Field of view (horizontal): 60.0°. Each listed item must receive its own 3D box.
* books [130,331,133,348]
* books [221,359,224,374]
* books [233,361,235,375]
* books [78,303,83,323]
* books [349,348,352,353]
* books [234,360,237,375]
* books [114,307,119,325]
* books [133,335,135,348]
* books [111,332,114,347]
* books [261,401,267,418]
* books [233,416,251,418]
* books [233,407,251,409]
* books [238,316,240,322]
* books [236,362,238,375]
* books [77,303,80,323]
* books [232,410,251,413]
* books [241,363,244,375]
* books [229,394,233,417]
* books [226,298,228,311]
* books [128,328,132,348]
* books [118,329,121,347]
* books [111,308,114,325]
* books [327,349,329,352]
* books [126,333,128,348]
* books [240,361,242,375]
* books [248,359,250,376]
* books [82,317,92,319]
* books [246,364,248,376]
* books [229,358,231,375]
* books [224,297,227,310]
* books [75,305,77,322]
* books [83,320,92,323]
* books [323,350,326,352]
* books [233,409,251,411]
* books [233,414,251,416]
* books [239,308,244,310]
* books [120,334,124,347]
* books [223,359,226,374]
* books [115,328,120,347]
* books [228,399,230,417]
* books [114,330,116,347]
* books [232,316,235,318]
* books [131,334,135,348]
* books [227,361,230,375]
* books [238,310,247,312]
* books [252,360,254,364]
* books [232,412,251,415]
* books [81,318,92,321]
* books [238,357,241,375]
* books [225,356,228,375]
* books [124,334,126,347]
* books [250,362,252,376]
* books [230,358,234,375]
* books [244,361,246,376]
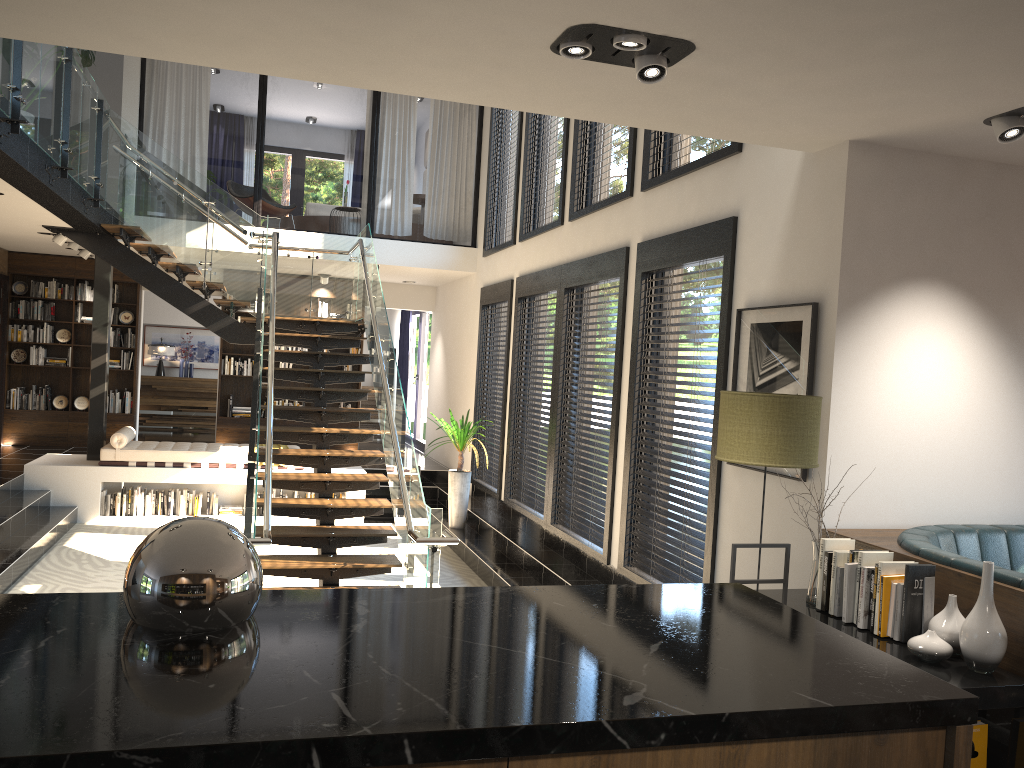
[{"bbox_3d":[-5.498,-0.644,12.819,0.018,0.246,0.144,3,2,-16],"label":"books"},{"bbox_3d":[-4.317,-0.257,13.225,0.025,0.227,0.156,3,2,-16],"label":"books"},{"bbox_3d":[-4.159,-0.238,13.254,0.022,0.207,0.130,3,2,-16],"label":"books"},{"bbox_3d":[-6.155,-1.015,12.655,0.016,0.278,0.209,3,2,-16],"label":"books"},{"bbox_3d":[-2.499,-0.476,13.731,0.026,0.219,0.156,3,2,-16],"label":"books"},{"bbox_3d":[-4.134,-0.247,13.261,0.028,0.227,0.136,3,2,-16],"label":"books"},{"bbox_3d":[-5.701,-0.977,12.771,0.035,0.251,0.196,3,2,-16],"label":"books"},{"bbox_3d":[-5.450,-0.616,12.810,0.026,0.196,0.169,3,2,-16],"label":"books"},{"bbox_3d":[-5.730,-0.643,12.734,0.027,0.219,0.139,3,2,-16],"label":"books"},{"bbox_3d":[-3.759,0.391,13.416,0.075,0.255,0.181,3,2,-16],"label":"books"},{"bbox_3d":[-4.066,0.489,13.348,0.247,0.026,0.148,3,1,-17],"label":"books"},{"bbox_3d":[-4.054,0.360,13.329,0.257,0.024,0.167,3,1,-16],"label":"books"},{"bbox_3d":[-4.077,-0.885,13.235,0.034,0.245,0.127,3,2,-16],"label":"books"},{"bbox_3d":[-4.108,-0.231,13.261,0.024,0.197,0.172,3,2,-16],"label":"books"},{"bbox_3d":[-6.174,-1.016,12.644,0.027,0.279,0.166,3,2,-16],"label":"books"},{"bbox_3d":[-4.056,0.413,13.328,0.287,0.031,0.176,3,1,-19],"label":"books"},{"bbox_3d":[-4.036,-0.225,13.294,0.033,0.193,0.172,3,2,-16],"label":"books"},{"bbox_3d":[-4.201,0.326,13.252,0.028,0.340,0.203,3,2,-16],"label":"books"},{"bbox_3d":[-4.224,-1.213,13.185,0.032,0.250,0.167,3,2,-16],"label":"books"},{"bbox_3d":[-5.507,-0.661,12.793,0.016,0.278,0.201,3,2,-16],"label":"books"},{"bbox_3d":[-5.645,-0.660,12.758,0.016,0.262,0.155,3,2,-16],"label":"books"},{"bbox_3d":[-5.744,-0.974,12.774,0.047,0.238,0.225,3,2,-16],"label":"books"},{"bbox_3d":[-2.833,-0.481,13.621,0.026,0.196,0.147,3,2,-16],"label":"books"},{"bbox_3d":[-5.545,-0.628,12.786,0.020,0.209,0.147,3,2,-16],"label":"books"},{"bbox_3d":[-4.063,-0.238,13.291,0.021,0.216,0.170,3,2,-16],"label":"books"},{"bbox_3d":[-3.943,-0.251,13.296,0.029,0.256,0.167,3,2,-16],"label":"books"},{"bbox_3d":[-6.012,-0.943,12.720,0.264,0.021,0.189,3,1,-18],"label":"books"},{"bbox_3d":[-3.978,-0.211,13.310,0.027,0.171,0.146,3,2,-16],"label":"books"},{"bbox_3d":[-4.209,-0.260,13.244,0.023,0.245,0.159,3,2,-16],"label":"books"},{"bbox_3d":[-4.254,-1.221,13.185,0.026,0.263,0.156,3,2,-16],"label":"books"},{"bbox_3d":[-6.209,-1.000,12.662,0.028,0.242,0.194,3,2,-16],"label":"books"},{"bbox_3d":[-6.016,-0.886,12.726,0.239,0.033,0.176,3,1,-19],"label":"books"},{"bbox_3d":[-2.883,-0.496,13.625,0.024,0.219,0.174,3,2,-16],"label":"books"},{"bbox_3d":[-4.058,0.384,13.340,0.271,0.025,0.156,3,1,-15],"label":"books"},{"bbox_3d":[-4.060,0.465,13.331,0.258,0.024,0.167,3,1,-15],"label":"books"},{"bbox_3d":[-3.995,-1.114,13.259,0.273,0.025,0.156,3,1,-19],"label":"books"},{"bbox_3d":[-5.617,-0.626,12.795,0.060,0.196,0.119,3,2,-16],"label":"books"},{"bbox_3d":[-4.292,-0.261,13.237,0.028,0.237,0.134,3,2,-16],"label":"books"},{"bbox_3d":[-5.671,-0.669,12.757,0.037,0.277,0.179,3,2,-16],"label":"books"},{"bbox_3d":[-4.241,0.358,13.288,0.025,0.270,0.156,3,2,-16],"label":"books"},{"bbox_3d":[-5.709,-0.652,12.764,0.030,0.239,0.146,3,2,-16],"label":"books"},{"bbox_3d":[-4.156,-0.894,13.216,0.029,0.255,0.128,3,2,-16],"label":"books"},{"bbox_3d":[-5.477,-0.620,12.819,0.023,0.200,0.120,3,2,-16],"label":"books"},{"bbox_3d":[-4.229,-0.238,13.219,0.028,0.199,0.175,3,2,-16],"label":"books"},{"bbox_3d":[-3.995,-1.088,13.257,0.268,0.026,0.156,3,1,-12],"label":"books"},{"bbox_3d":[-3.874,-0.238,13.322,0.070,0.236,0.206,3,2,-16],"label":"books"},{"bbox_3d":[-4.062,0.440,13.342,0.271,0.025,0.156,3,1,-15],"label":"books"},{"bbox_3d":[-6.011,-0.917,12.712,0.266,0.030,0.209,3,1,-16],"label":"books"},{"bbox_3d":[-4.082,-0.267,13.271,0.029,0.272,0.152,3,2,-16],"label":"books"},{"bbox_3d":[-4.254,-0.280,13.212,0.028,0.282,0.168,3,2,-16],"label":"books"},{"bbox_3d":[-5.573,-0.620,12.798,0.026,0.190,0.121,3,2,-16],"label":"books"},{"bbox_3d":[-3.924,-0.225,13.328,0.030,0.205,0.170,3,2,-16],"label":"books"},{"bbox_3d":[-4.178,-0.265,13.234,0.029,0.258,0.181,3,2,-16],"label":"books"},{"bbox_3d":[-4.001,-0.237,13.290,0.030,0.222,0.189,3,2,-16],"label":"books"}]
